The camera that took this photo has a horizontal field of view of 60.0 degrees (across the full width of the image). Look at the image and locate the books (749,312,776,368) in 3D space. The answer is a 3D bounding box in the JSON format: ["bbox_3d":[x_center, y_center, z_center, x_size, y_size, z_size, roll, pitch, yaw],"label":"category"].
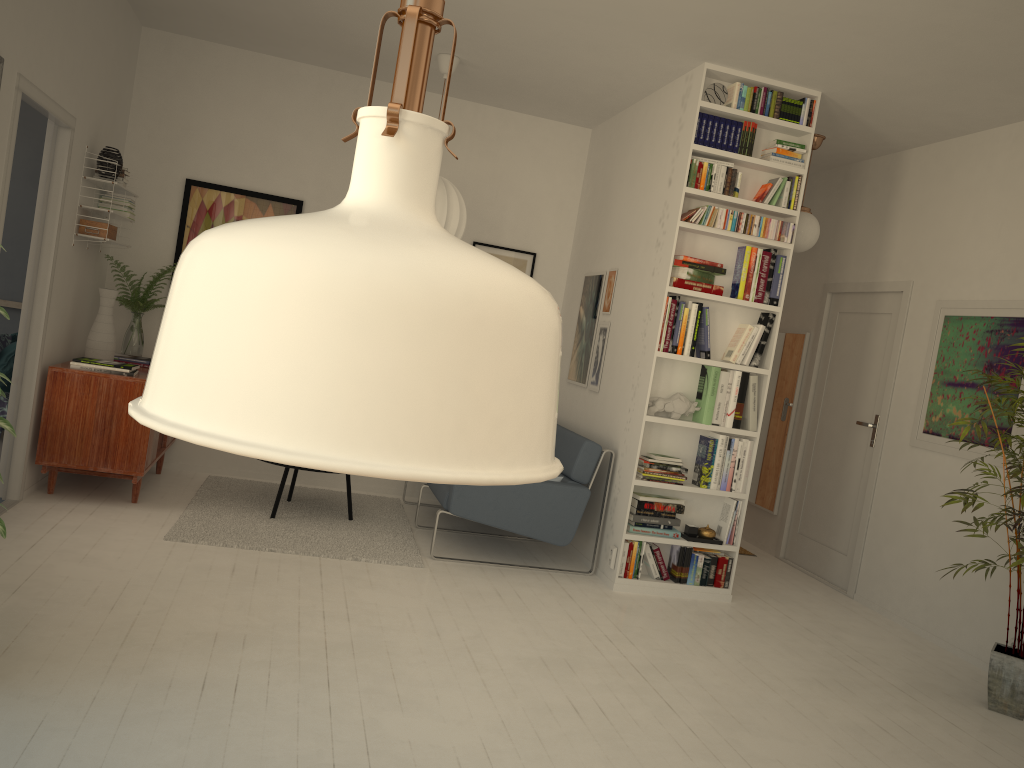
[{"bbox_3d":[1.399,-0.253,5.068,0.092,0.319,0.179,9,3,-14],"label":"books"}]

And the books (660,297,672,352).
[{"bbox_3d":[0.815,-0.333,4.931,0.015,0.300,0.207,9,3,-14],"label":"books"}]

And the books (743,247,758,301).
[{"bbox_3d":[1.307,-0.618,5.028,0.039,0.301,0.199,9,3,-14],"label":"books"}]

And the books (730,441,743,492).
[{"bbox_3d":[1.244,0.458,5.088,0.022,0.291,0.209,9,3,-14],"label":"books"}]

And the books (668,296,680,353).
[{"bbox_3d":[0.867,-0.333,4.936,0.021,0.317,0.179,9,3,-14],"label":"books"}]

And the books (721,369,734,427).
[{"bbox_3d":[1.178,0.072,5.067,0.023,0.321,0.235,9,3,-14],"label":"books"}]

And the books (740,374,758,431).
[{"bbox_3d":[1.333,0.099,5.093,0.099,0.316,0.229,9,3,-14],"label":"books"}]

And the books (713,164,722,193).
[{"bbox_3d":[1.088,-1.125,4.927,0.028,0.159,0.223,9,3,-14],"label":"books"}]

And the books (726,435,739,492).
[{"bbox_3d":[1.219,0.446,5.095,0.025,0.305,0.213,9,3,-14],"label":"books"}]

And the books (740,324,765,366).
[{"bbox_3d":[1.341,-0.223,5.065,0.092,0.244,0.197,9,3,-14],"label":"books"}]

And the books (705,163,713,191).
[{"bbox_3d":[1.050,-1.130,4.917,0.024,0.155,0.188,9,3,-14],"label":"books"}]

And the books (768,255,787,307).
[{"bbox_3d":[1.472,-0.585,5.056,0.054,0.289,0.179,9,3,-14],"label":"books"}]

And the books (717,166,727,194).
[{"bbox_3d":[1.120,-1.117,4.928,0.035,0.158,0.200,9,3,-14],"label":"books"}]

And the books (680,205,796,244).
[{"bbox_3d":[1.214,-0.895,4.977,0.664,0.110,0.278,9,3,-14],"label":"books"}]

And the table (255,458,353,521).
[{"bbox_3d":[-1.238,0.607,5.406,0.761,0.385,0.761,10,3,2],"label":"table"}]

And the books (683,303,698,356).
[{"bbox_3d":[0.963,-0.304,4.955,0.032,0.290,0.189,9,3,-14],"label":"books"}]

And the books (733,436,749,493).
[{"bbox_3d":[1.277,0.456,5.085,0.037,0.307,0.161,9,3,-14],"label":"books"}]

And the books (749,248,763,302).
[{"bbox_3d":[1.340,-0.612,5.031,0.029,0.301,0.185,9,3,-14],"label":"books"}]

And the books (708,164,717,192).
[{"bbox_3d":[1.071,-1.124,4.906,0.012,0.155,0.209,9,3,-14],"label":"books"}]

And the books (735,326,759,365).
[{"bbox_3d":[1.303,-0.221,5.033,0.105,0.225,0.138,9,3,-14],"label":"books"}]

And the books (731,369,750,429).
[{"bbox_3d":[1.260,0.083,5.068,0.056,0.327,0.202,9,3,-14],"label":"books"}]

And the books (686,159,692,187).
[{"bbox_3d":[0.929,-1.148,4.898,0.019,0.156,0.205,9,3,-14],"label":"books"}]

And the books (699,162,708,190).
[{"bbox_3d":[1.018,-1.132,4.893,0.023,0.152,0.199,9,3,-14],"label":"books"}]

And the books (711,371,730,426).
[{"bbox_3d":[1.139,0.076,5.039,0.065,0.311,0.200,9,3,-14],"label":"books"}]

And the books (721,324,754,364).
[{"bbox_3d":[1.271,-0.228,5.017,0.115,0.232,0.133,9,3,-14],"label":"books"}]

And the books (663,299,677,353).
[{"bbox_3d":[0.840,-0.324,4.930,0.032,0.291,0.203,9,3,-14],"label":"books"}]

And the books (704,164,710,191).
[{"bbox_3d":[1.031,-1.130,4.912,0.013,0.149,0.209,9,3,-14],"label":"books"}]

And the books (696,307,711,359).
[{"bbox_3d":[1.055,-0.289,4.982,0.093,0.288,0.200,9,3,-14],"label":"books"}]

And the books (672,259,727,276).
[{"bbox_3d":[1.010,-0.650,4.961,0.314,0.035,0.205,9,3,-14],"label":"books"}]

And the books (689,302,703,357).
[{"bbox_3d":[0.997,-0.306,4.955,0.033,0.306,0.150,9,3,-14],"label":"books"}]

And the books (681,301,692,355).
[{"bbox_3d":[0.935,-0.314,4.962,0.020,0.304,0.193,9,3,-14],"label":"books"}]

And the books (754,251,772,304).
[{"bbox_3d":[1.382,-0.601,5.035,0.059,0.291,0.182,9,3,-14],"label":"books"}]

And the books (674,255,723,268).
[{"bbox_3d":[1.009,-0.680,4.950,0.266,0.026,0.203,8,3,-24],"label":"books"}]

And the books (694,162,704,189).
[{"bbox_3d":[0.990,-1.135,4.892,0.030,0.149,0.202,9,3,-14],"label":"books"}]

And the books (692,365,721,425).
[{"bbox_3d":[1.082,0.057,5.020,0.056,0.328,0.229,9,3,-14],"label":"books"}]

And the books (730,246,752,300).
[{"bbox_3d":[1.272,-0.626,5.025,0.032,0.300,0.200,9,3,-14],"label":"books"}]

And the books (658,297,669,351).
[{"bbox_3d":[0.796,-0.336,4.932,0.021,0.301,0.222,9,3,-14],"label":"books"}]

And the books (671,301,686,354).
[{"bbox_3d":[0.889,-0.315,4.941,0.030,0.289,0.200,9,3,-14],"label":"books"}]

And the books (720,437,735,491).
[{"bbox_3d":[1.197,0.449,5.057,0.035,0.304,0.150,9,3,-14],"label":"books"}]

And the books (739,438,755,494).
[{"bbox_3d":[1.304,0.460,5.123,0.039,0.303,0.229,9,3,-14],"label":"books"}]

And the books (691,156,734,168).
[{"bbox_3d":[1.076,-1.217,4.914,0.255,0.022,0.189,9,3,-4],"label":"books"}]

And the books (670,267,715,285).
[{"bbox_3d":[1.002,-0.599,4.950,0.268,0.064,0.128,7,4,-44],"label":"books"}]

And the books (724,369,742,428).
[{"bbox_3d":[1.212,0.077,5.061,0.037,0.324,0.240,9,3,-14],"label":"books"}]

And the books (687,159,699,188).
[{"bbox_3d":[0.961,-1.143,4.881,0.034,0.162,0.197,9,3,-14],"label":"books"}]

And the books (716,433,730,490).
[{"bbox_3d":[1.159,0.434,5.089,0.027,0.311,0.229,9,3,-14],"label":"books"}]

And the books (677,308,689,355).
[{"bbox_3d":[0.914,-0.295,4.942,0.024,0.260,0.199,9,3,-14],"label":"books"}]

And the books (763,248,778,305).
[{"bbox_3d":[1.429,-0.606,5.045,0.039,0.317,0.161,9,3,-14],"label":"books"}]

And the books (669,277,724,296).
[{"bbox_3d":[0.997,-0.540,4.945,0.300,0.056,0.202,9,3,-14],"label":"books"}]
